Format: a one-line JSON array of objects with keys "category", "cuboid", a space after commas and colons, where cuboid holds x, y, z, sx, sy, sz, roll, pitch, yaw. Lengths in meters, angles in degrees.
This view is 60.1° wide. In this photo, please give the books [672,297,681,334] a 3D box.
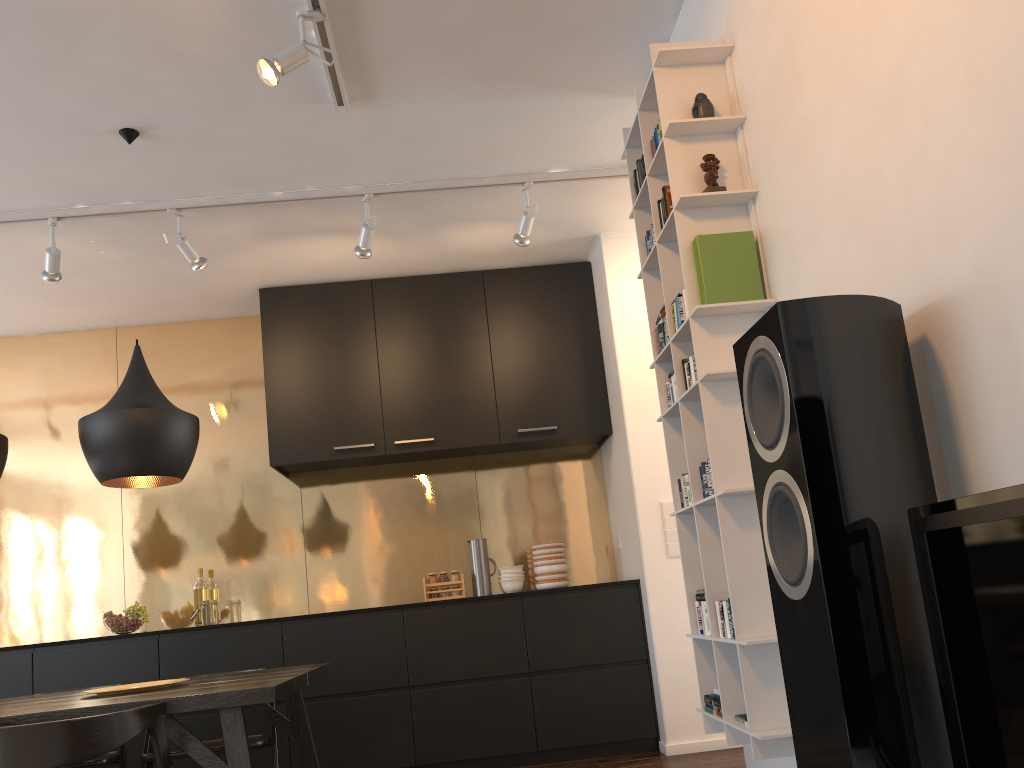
[{"category": "books", "cuboid": [0.547, -0.208, 2.712, 0.096, 0.106, 0.089, -5, -11, -4]}]

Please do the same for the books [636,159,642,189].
[{"category": "books", "cuboid": [0.464, -0.702, 2.989, 0.074, 0.114, 0.029, -5, -10, -4]}]

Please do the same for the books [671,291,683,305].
[{"category": "books", "cuboid": [0.535, -0.264, 2.714, 0.069, 0.008, 0.109, -5, -14, -4]}]

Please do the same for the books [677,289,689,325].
[{"category": "books", "cuboid": [0.562, -0.240, 2.605, 0.122, 0.111, 0.139, -5, -12, -4]}]

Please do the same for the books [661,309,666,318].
[{"category": "books", "cuboid": [0.522, -0.239, 2.833, 0.069, 0.017, 0.109, -5, -14, -4]}]

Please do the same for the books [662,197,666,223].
[{"category": "books", "cuboid": [0.500, -0.529, 2.716, 0.069, 0.092, 0.020, -5, -10, -4]}]

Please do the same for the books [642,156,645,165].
[{"category": "books", "cuboid": [0.470, -0.717, 2.897, 0.069, 0.097, 0.058, -5, -11, -4]}]

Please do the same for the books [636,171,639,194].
[{"category": "books", "cuboid": [0.463, -0.683, 3.021, 0.069, 0.091, 0.014, -5, -10, -4]}]

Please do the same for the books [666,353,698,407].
[{"category": "books", "cuboid": [0.582, -0.017, 2.736, 0.122, 0.111, 0.474, -5, -13, -4]}]

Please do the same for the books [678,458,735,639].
[{"category": "books", "cuboid": [0.633, 0.493, 2.649, 0.122, 0.504, 0.476, -5, -12, -4]}]

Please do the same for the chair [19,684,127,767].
[{"category": "chair", "cuboid": [-1.832, 1.607, 3.618, 0.593, 0.662, 0.527, -5, -11, -6]}]

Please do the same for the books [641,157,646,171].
[{"category": "books", "cuboid": [0.469, -0.715, 2.906, 0.069, 0.097, 0.058, -5, -11, -4]}]

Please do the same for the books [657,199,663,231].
[{"category": "books", "cuboid": [0.495, -0.524, 2.765, 0.069, 0.106, 0.023, -5, -10, -4]}]

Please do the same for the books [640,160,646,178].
[{"category": "books", "cuboid": [0.467, -0.707, 2.923, 0.069, 0.090, 0.047, -5, -11, -4]}]

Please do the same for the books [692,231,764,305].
[{"category": "books", "cuboid": [0.613, -0.319, 2.513, 0.166, 0.211, 0.050, -5, -10, -4]}]

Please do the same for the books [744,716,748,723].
[{"category": "books", "cuboid": [0.673, 0.907, 2.389, 0.069, 0.013, 0.094, -6, -14, 1]}]

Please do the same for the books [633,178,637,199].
[{"category": "books", "cuboid": [0.461, -0.674, 3.057, 0.069, 0.091, 0.014, -5, -10, -4]}]

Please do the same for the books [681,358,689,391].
[{"category": "books", "cuboid": [0.566, -0.021, 2.715, 0.074, 0.114, 0.029, -5, -10, -4]}]

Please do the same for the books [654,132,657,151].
[{"category": "books", "cuboid": [0.488, -0.745, 2.789, 0.069, 0.106, 0.012, -5, -10, -4]}]

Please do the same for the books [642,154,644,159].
[{"category": "books", "cuboid": [0.470, -0.719, 2.888, 0.069, 0.097, 0.058, -5, -11, -4]}]

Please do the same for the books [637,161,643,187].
[{"category": "books", "cuboid": [0.465, -0.701, 2.965, 0.074, 0.098, 0.019, -5, -10, -4]}]

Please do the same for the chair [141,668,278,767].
[{"category": "chair", "cuboid": [-1.227, 1.553, 3.659, 0.593, 0.662, 0.527, -5, -11, -5]}]

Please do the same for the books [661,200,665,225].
[{"category": "books", "cuboid": [0.500, -0.525, 2.732, 0.069, 0.091, 0.014, -5, -10, -4]}]

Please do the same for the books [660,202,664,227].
[{"category": "books", "cuboid": [0.500, -0.522, 2.746, 0.069, 0.091, 0.014, -5, -10, -4]}]

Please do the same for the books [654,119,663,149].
[{"category": "books", "cuboid": [0.507, -0.771, 2.706, 0.101, 0.109, 0.163, -5, -12, -4]}]

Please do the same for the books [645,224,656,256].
[{"category": "books", "cuboid": [0.516, -0.488, 2.935, 0.108, 0.111, 0.225, -5, -13, -4]}]

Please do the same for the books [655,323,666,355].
[{"category": "books", "cuboid": [0.538, -0.148, 2.946, 0.096, 0.103, 0.103, -5, -12, -4]}]

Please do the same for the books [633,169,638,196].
[{"category": "books", "cuboid": [0.459, -0.685, 3.041, 0.069, 0.106, 0.023, -5, -10, -4]}]

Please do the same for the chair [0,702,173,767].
[{"category": "chair", "cuboid": [-1.208, 1.252, 2.440, 0.593, 0.662, 0.527, -5, -11, -6]}]

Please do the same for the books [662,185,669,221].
[{"category": "books", "cuboid": [0.502, -0.547, 2.694, 0.074, 0.114, 0.029, -5, -10, -4]}]

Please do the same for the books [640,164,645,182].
[{"category": "books", "cuboid": [0.467, -0.702, 2.946, 0.069, 0.092, 0.028, -5, -10, -4]}]

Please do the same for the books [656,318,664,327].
[{"category": "books", "cuboid": [0.526, -0.204, 2.959, 0.069, 0.013, 0.093, -5, -14, -4]}]

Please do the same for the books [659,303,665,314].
[{"category": "books", "cuboid": [0.530, -0.254, 2.835, 0.093, 0.014, 0.113, -5, -14, -4]}]

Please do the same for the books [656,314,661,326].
[{"category": "books", "cuboid": [0.521, -0.217, 2.958, 0.069, 0.013, 0.094, -6, -14, 1]}]

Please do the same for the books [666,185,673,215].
[{"category": "books", "cuboid": [0.505, -0.549, 2.671, 0.069, 0.106, 0.017, -5, -10, -4]}]

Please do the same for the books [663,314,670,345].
[{"category": "books", "cuboid": [0.544, -0.180, 2.826, 0.096, 0.106, 0.116, -5, -12, -4]}]

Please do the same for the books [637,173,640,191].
[{"category": "books", "cuboid": [0.465, -0.687, 3.007, 0.069, 0.091, 0.014, -5, -10, -4]}]

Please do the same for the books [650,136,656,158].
[{"category": "books", "cuboid": [0.517, -0.652, 2.723, 0.107, 0.328, 0.232, -6, -11, -4]}]
